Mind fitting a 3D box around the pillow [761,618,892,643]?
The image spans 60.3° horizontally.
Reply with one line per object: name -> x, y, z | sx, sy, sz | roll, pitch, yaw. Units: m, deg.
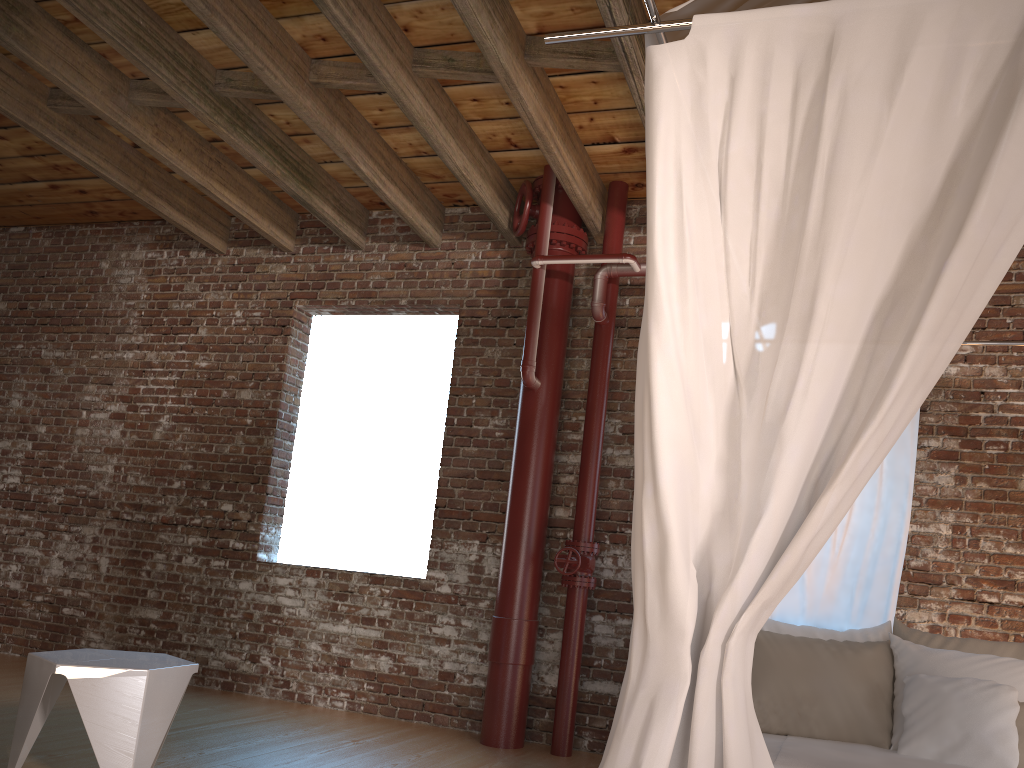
pillow -> 1.203, 1.167, 3.542 | 0.614, 0.487, 0.207 | 2, -9, 20

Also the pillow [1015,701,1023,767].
pillow -> 1.760, 1.191, 2.976 | 0.280, 0.231, 0.168 | 3, -10, 19

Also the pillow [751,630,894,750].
pillow -> 1.128, 1.154, 3.353 | 0.596, 0.410, 0.372 | 3, -10, 18

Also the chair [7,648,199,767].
chair -> -1.588, 1.320, 3.443 | 0.626, 0.485, 0.533 | 9, -10, -15

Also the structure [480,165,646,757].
structure -> 0.733, 0.379, 4.993 | 1.942, 3.427, 0.600 | 3, -8, 19

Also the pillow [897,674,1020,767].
pillow -> 1.528, 1.154, 3.026 | 0.373, 0.288, 0.224 | 0, -11, 29

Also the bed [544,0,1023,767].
bed -> 1.508, -0.269, 2.543 | 2.425, 3.841, 2.777 | 3, -10, 21

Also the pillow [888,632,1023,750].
pillow -> 1.673, 1.133, 3.169 | 0.595, 0.399, 0.363 | 3, -10, 18

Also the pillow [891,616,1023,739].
pillow -> 1.743, 1.167, 3.363 | 0.614, 0.489, 0.217 | 2, -9, 19
